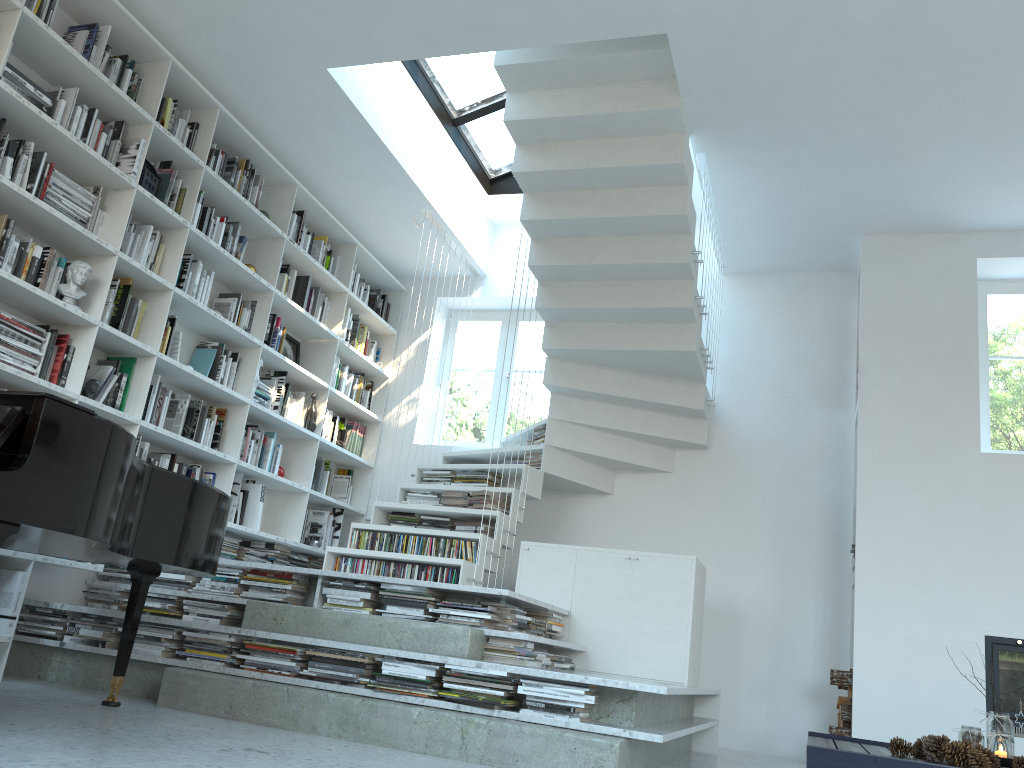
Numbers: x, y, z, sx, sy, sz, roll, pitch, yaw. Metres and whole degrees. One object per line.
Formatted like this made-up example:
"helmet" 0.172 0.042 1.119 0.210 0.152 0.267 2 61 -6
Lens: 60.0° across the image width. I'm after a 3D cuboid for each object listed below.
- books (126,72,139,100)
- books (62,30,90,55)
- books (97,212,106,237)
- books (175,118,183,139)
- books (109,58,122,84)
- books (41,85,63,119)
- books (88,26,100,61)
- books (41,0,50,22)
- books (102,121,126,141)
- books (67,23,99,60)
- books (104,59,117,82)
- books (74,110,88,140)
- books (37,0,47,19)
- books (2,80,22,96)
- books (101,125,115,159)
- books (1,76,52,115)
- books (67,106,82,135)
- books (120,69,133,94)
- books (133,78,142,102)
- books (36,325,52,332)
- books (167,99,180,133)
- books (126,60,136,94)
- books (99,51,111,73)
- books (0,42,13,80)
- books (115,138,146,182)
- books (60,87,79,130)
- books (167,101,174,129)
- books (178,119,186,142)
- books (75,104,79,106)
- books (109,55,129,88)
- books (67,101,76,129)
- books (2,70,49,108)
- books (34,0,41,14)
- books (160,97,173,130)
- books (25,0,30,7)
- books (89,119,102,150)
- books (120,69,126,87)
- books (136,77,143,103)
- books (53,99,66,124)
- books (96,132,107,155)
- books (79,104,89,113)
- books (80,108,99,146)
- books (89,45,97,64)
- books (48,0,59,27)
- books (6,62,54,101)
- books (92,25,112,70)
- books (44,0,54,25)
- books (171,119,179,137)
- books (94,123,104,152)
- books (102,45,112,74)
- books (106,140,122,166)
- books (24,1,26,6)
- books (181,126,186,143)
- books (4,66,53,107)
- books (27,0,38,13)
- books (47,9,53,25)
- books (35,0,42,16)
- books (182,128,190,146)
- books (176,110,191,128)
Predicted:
"books" -2.020 -1.487 4.562 0.161 0.243 0.028 2 -17 19
"books" -2.128 -1.591 4.270 0.151 0.244 0.012 2 -17 19
"books" -2.110 -0.757 4.399 0.158 0.204 0.030 2 -17 19
"books" -1.908 -1.359 4.862 0.180 0.201 0.024 2 -17 19
"books" -2.055 -1.522 4.449 0.154 0.235 0.023 2 -17 19
"books" -2.181 -1.266 4.111 0.161 0.253 0.012 2 -17 19
"books" -2.105 -1.604 4.306 0.157 0.295 0.011 2 -17 19
"books" -2.193 -1.655 4.043 0.144 0.218 0.016 2 -17 19
"books" -2.057 -1.178 4.482 0.155 0.333 0.012 2 -17 19
"books" -2.105 -1.609 4.282 0.176 0.291 0.014 2 -17 19
"books" -2.062 -1.515 4.417 0.166 0.202 0.033 2 -17 19
"books" -2.137 -1.202 4.242 0.183 0.218 0.028 2 -17 19
"books" -2.199 -1.681 4.038 0.147 0.263 0.013 2 -17 19
"books" -2.243 -1.270 3.959 0.159 0.012 0.286 2 -18 17
"books" -2.077 -1.162 4.394 0.173 0.247 0.032 2 -17 19
"books" -2.233 -1.286 3.963 0.159 0.024 0.286 0 -18 24
"books" -2.147 -1.213 4.205 0.190 0.216 0.027 2 -17 19
"books" -2.023 -1.491 4.478 0.193 0.201 0.023 2 -17 19
"books" -2.011 -1.474 4.593 0.153 0.238 0.014 2 -17 19
"books" -2.238 -0.133 4.129 0.130 0.298 0.011 2 -17 19
"books" -1.916 -1.417 4.840 0.167 0.296 0.010 2 -17 19
"books" -2.029 -1.524 4.556 0.138 0.307 0.012 2 -17 19
"books" -2.084 -1.541 4.356 0.172 0.210 0.050 2 -17 19
"books" -2.263 -1.363 3.819 0.191 0.248 0.021 2 -17 19
"books" -1.992 -1.120 4.478 0.272 0.236 0.037 2 -17 19
"books" -2.145 -1.261 4.164 0.190 0.283 0.011 2 -17 19
"books" -1.939 -1.412 4.825 0.151 0.273 0.030 2 -17 19
"books" -1.895 -1.355 4.887 0.169 0.212 0.031 2 -17 19
"books" -2.151 -1.220 4.230 0.131 0.243 0.012 2 -17 19
"books" -2.034 -1.533 4.464 0.180 0.269 0.010 2 -17 19
"books" -2.158 -1.234 4.177 0.171 0.237 0.021 2 -17 19
"books" -2.233 -1.309 3.971 0.161 0.025 0.255 3 -17 15
"books" -2.214 -1.661 3.994 0.172 0.195 0.023 2 -17 19
"books" -1.934 -1.416 4.777 0.190 0.254 0.054 2 -17 19
"books" -2.221 -1.721 3.975 0.153 0.295 0.010 2 -17 19
"books" -2.104 -1.179 4.309 0.190 0.222 0.023 2 -17 19
"books" -2.044 -1.504 4.470 0.179 0.216 0.012 2 -17 19
"books" -2.010 -1.477 4.614 0.136 0.256 0.022 2 -17 19
"books" -2.175 -1.228 4.117 0.193 0.187 0.025 2 -17 19
"books" -2.090 -1.144 4.359 0.176 0.187 0.029 2 -17 19
"books" -2.144 -1.219 4.282 0.140 0.272 0.029 2 -17 19
"books" -2.117 -1.208 4.298 0.184 0.268 0.023 2 -17 19
"books" -2.115 -1.556 4.317 0.146 0.208 0.031 2 -17 19
"books" -2.179 -1.660 4.086 0.143 0.255 0.011 2 -17 19
"books" -2.235 -1.356 3.987 0.159 0.024 0.286 2 -18 19
"books" -2.080 -1.607 4.345 0.186 0.330 0.010 2 -17 19
"books" -2.186 -1.669 4.057 0.168 0.254 0.005 2 -17 19
"books" -1.915 -1.356 4.837 0.173 0.179 0.023 2 -17 19
"books" -2.098 -1.170 4.348 0.158 0.230 0.012 2 -17 19
"books" -2.085 -1.557 4.405 0.140 0.269 0.028 2 -17 19
"books" -2.063 -1.122 4.442 0.191 0.202 0.029 2 -17 19
"books" -2.231 -1.682 3.929 0.166 0.194 0.026 2 -17 19
"books" -1.906 -1.342 4.918 0.162 0.203 0.025 2 -17 19
"books" -2.234 -1.333 3.979 0.159 0.024 0.286 1 -18 21
"books" -2.203 -1.699 3.985 0.163 0.264 0.011 2 -17 19
"books" -2.193 -1.630 4.069 0.152 0.186 0.010 2 -17 19
"books" -2.210 -1.678 4.026 0.139 0.247 0.014 2 -17 19
"books" -1.893 -1.330 4.935 0.181 0.193 0.023 2 -17 19
"books" -1.895 -1.390 4.975 0.128 0.328 0.012 2 -17 19
